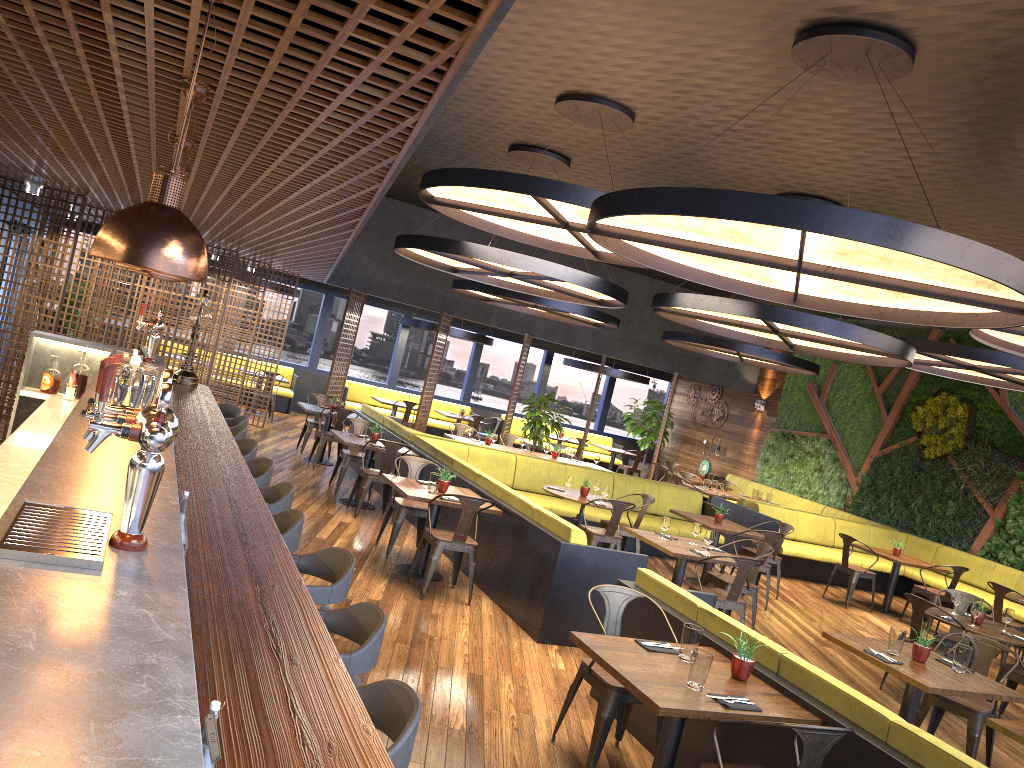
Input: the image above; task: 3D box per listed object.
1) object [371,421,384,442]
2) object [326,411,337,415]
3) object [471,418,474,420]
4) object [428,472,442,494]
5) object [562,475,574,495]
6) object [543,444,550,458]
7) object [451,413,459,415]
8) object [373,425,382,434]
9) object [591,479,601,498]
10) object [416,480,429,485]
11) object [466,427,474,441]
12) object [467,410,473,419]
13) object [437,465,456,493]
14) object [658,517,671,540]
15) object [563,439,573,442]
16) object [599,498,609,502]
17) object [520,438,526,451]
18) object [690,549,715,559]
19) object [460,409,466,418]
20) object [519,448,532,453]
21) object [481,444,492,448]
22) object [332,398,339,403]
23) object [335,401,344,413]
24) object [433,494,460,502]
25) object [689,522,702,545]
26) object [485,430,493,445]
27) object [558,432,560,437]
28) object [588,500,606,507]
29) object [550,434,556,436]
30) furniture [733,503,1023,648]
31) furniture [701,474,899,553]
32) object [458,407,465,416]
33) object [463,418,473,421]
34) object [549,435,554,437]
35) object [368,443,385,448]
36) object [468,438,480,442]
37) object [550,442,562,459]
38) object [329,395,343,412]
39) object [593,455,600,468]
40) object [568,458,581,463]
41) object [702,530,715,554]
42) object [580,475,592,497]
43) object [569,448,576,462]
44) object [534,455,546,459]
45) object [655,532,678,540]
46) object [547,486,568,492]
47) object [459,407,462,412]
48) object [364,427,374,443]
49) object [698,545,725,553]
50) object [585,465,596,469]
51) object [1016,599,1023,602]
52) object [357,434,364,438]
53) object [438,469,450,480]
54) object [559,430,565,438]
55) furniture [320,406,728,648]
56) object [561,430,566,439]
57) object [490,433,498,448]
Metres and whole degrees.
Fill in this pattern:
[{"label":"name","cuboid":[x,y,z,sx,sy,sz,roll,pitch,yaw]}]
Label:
[{"label":"object","cuboid":[-1.608,0.560,10.567,0.260,0.271,0.238,13,1,-21]},{"label":"object","cuboid":[-2.559,0.420,12.739,0.255,0.019,0.157,13,1,-23]},{"label":"object","cuboid":[-0.774,0.744,18.656,0.157,0.019,0.255,13,1,-23]},{"label":"object","cuboid":[-0.688,0.880,7.834,0.102,0.178,0.102,14,1,13]},{"label":"object","cuboid":[0.644,1.150,10.113,0.097,0.206,0.097,14,1,19]},{"label":"object","cuboid":[0.540,1.055,13.891,0.097,0.206,0.097,14,1,23]},{"label":"object","cuboid":[-1.192,0.639,18.863,0.255,0.019,0.157,13,1,-23]},{"label":"object","cuboid":[-1.643,0.597,10.712,0.102,0.178,0.102,13,1,-37]},{"label":"object","cuboid":[0.989,1.228,10.426,0.097,0.206,0.097,14,1,16]},{"label":"object","cuboid":[-0.771,0.933,8.347,0.255,0.019,0.157,13,1,-23]},{"label":"object","cuboid":[-0.647,0.771,13.751,0.097,0.206,0.097,14,1,23]},{"label":"object","cuboid":[-0.879,0.638,18.546,0.102,0.178,0.102,13,1,-37]},{"label":"object","cuboid":[-0.614,0.847,8.048,0.238,0.271,0.260,14,1,-1]},{"label":"object","cuboid":[1.459,1.377,8.478,0.097,0.206,0.097,13,1,-31]},{"label":"object","cuboid":[1.199,1.212,19.164,0.255,0.019,0.157,13,1,-23]},{"label":"object","cuboid":[1.115,1.356,10.343,0.255,0.019,0.157,13,1,-20]},{"label":"object","cuboid":[0.170,0.962,14.099,0.097,0.206,0.097,14,1,23]},{"label":"object","cuboid":[1.729,1.545,8.116,0.157,0.019,0.255,13,1,-22]},{"label":"object","cuboid":[-1.027,0.606,18.379,0.102,0.178,0.102,13,1,-37]},{"label":"object","cuboid":[0.225,1.069,14.257,0.157,0.019,0.255,13,1,-22]},{"label":"object","cuboid":[-0.377,0.940,13.389,0.157,0.019,0.255,13,1,-22]},{"label":"object","cuboid":[-2.642,0.309,13.213,0.102,0.178,0.102,13,1,-7]},{"label":"object","cuboid":[-2.515,0.345,12.920,0.102,0.178,0.102,13,1,-17]},{"label":"object","cuboid":[-0.565,0.994,7.745,0.255,0.019,0.157,13,1,-23]},{"label":"object","cuboid":[1.783,1.453,8.608,0.097,0.206,0.097,13,1,-22]},{"label":"object","cuboid":[-0.353,0.806,13.739,0.238,0.271,0.260,14,1,-1]},{"label":"object","cuboid":[1.072,1.090,19.646,0.102,0.178,0.102,13,1,-37]},{"label":"object","cuboid":[0.938,1.321,9.903,0.157,0.019,0.255,13,1,-16]},{"label":"object","cuboid":[0.948,1.140,19.774,0.255,0.019,0.157,13,1,-23]},{"label":"furniture","cuboid":[5.747,2.772,11.847,3.372,0.914,4.503,13,1,-23]},{"label":"furniture","cuboid":[4.039,2.280,16.129,3.378,0.916,4.755,13,1,-23]},{"label":"object","cuboid":[-1.027,0.555,18.562,0.238,0.271,0.260,14,1,-1]},{"label":"object","cuboid":[-0.941,0.711,18.253,0.255,0.019,0.157,13,1,-23]},{"label":"object","cuboid":[0.793,1.110,19.376,0.157,0.019,0.255,13,1,-23]},{"label":"object","cuboid":[-1.560,0.707,10.239,0.255,0.019,0.157,13,1,-23]},{"label":"object","cuboid":[-0.592,0.878,13.908,0.157,0.019,0.255,13,1,-22]},{"label":"object","cuboid":[0.703,1.053,14.189,0.238,0.271,0.260,14,1,-1]},{"label":"object","cuboid":[-2.595,0.276,13.039,0.260,0.271,0.238,13,1,-21]},{"label":"object","cuboid":[1.357,1.247,14.239,0.097,0.206,0.097,14,1,23]},{"label":"object","cuboid":[1.042,1.261,14.605,0.157,0.019,0.255,13,1,-22]},{"label":"object","cuboid":[1.829,1.470,8.269,0.097,0.206,0.097,13,1,-31]},{"label":"object","cuboid":[0.851,1.161,10.252,0.238,0.271,0.260,14,1,-1]},{"label":"object","cuboid":[0.987,1.154,14.448,0.097,0.206,0.097,14,1,23]},{"label":"object","cuboid":[0.440,1.131,13.737,0.157,0.019,0.255,13,1,-22]},{"label":"object","cuboid":[1.514,1.484,8.635,0.157,0.019,0.255,13,1,-22]},{"label":"object","cuboid":[0.535,1.217,10.264,0.255,0.019,0.157,14,1,10]},{"label":"object","cuboid":[-1.069,0.589,18.735,0.102,0.178,0.102,13,1,-37]},{"label":"object","cuboid":[-1.673,0.596,10.338,0.102,0.178,0.102,13,1,-37]},{"label":"object","cuboid":[1.912,1.582,8.531,0.255,0.019,0.157,13,1,-22]},{"label":"object","cuboid":[1.258,1.322,14.086,0.157,0.019,0.255,13,1,-22]},{"label":"object","cuboid":[6.032,2.545,10.371,0.255,0.019,0.157,13,1,-24]},{"label":"object","cuboid":[-1.767,0.647,10.841,0.255,0.019,0.157,13,1,-23]},{"label":"object","cuboid":[-0.647,0.883,8.219,0.102,0.178,0.102,13,1,-37]},{"label":"object","cuboid":[1.094,1.051,19.461,0.238,0.271,0.260,14,1,-1]},{"label":"furniture","cuboid":[0.785,1.584,11.183,4.895,0.914,7.462,13,1,-27]},{"label":"object","cuboid":[1.114,1.107,19.289,0.102,0.178,0.102,13,1,-37]},{"label":"object","cuboid":[-0.277,0.864,13.543,0.097,0.206,0.097,14,1,23]}]
